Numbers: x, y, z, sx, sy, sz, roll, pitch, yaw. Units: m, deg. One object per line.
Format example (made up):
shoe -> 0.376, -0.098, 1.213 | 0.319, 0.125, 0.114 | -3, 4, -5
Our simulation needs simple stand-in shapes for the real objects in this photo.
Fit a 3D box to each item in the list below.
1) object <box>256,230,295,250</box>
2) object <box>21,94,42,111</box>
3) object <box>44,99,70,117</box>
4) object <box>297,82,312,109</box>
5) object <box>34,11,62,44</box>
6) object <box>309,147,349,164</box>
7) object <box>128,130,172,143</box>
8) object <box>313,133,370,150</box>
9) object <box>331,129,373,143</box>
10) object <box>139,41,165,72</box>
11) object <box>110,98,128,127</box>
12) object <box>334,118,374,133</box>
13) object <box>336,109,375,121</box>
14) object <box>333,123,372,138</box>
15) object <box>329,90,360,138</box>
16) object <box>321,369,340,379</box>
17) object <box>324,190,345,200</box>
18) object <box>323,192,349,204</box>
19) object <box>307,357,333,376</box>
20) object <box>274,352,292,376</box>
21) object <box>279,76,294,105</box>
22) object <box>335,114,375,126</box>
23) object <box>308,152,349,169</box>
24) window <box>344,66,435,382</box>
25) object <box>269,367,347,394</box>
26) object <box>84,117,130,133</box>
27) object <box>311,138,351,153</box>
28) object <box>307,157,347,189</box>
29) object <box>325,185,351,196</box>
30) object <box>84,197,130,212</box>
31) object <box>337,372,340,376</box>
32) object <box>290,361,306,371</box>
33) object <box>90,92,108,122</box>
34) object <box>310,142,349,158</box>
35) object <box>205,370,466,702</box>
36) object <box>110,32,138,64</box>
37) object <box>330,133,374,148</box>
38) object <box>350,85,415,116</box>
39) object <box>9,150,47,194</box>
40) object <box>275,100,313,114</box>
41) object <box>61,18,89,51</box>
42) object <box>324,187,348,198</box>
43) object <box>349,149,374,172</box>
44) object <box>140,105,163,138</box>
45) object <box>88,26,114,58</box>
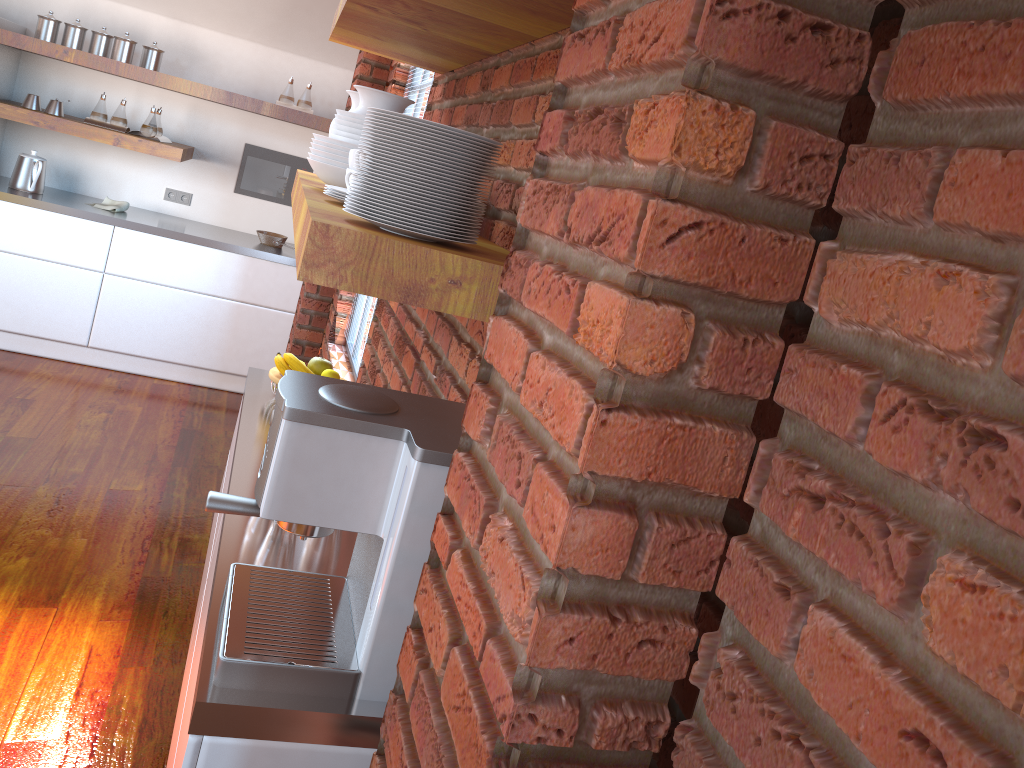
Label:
object -> -1.462, -0.875, 5.423 | 0.192, 0.073, 0.357 | 7, 14, -36
object -> -2.720, -1.603, 4.993 | 0.107, 0.081, 0.107 | 17, 10, 12
object -> -2.606, -1.589, 5.025 | 0.108, 0.098, 0.106 | 19, 10, 25
object -> -1.255, -1.752, 5.372 | 0.095, 0.190, 0.093 | 18, 7, 26
object -> -2.609, -2.012, 4.949 | 0.126, 0.175, 0.131 | 12, 8, -22
object -> -0.298, -0.441, 1.877 | 0.279, 0.054, 0.289 | 7, 14, -33
object -> -2.142, -1.473, 5.217 | 0.194, 0.032, 0.228 | 13, 12, -7
object -> -0.290, -0.470, 1.874 | 0.279, 0.054, 0.289 | 7, 14, -33
object -> -0.285, -0.488, 1.872 | 0.212, 0.054, 0.219 | 10, 13, -25
object -> -2.123, -1.934, 5.190 | 0.126, 0.175, 0.131 | 12, 8, -22
object -> -2.281, -1.577, 5.132 | 0.095, 0.190, 0.093 | 18, 7, 26
object -> -0.280, -0.509, 1.870 | 0.212, 0.054, 0.219 | 10, 13, -25
object -> -0.275, -0.527, 1.869 | 0.212, 0.054, 0.219 | 10, 13, -25
object -> -0.282, -0.499, 1.871 | 0.212, 0.054, 0.219 | 10, 13, -25
object -> -0.412, -0.671, 2.438 | 0.195, 0.246, 0.192 | 18, 8, 22
object -> -0.498, -0.017, 2.409 | 0.047, 0.045, 0.054 | 19, 10, 24
object -> -0.254, -0.313, 1.535 | 0.157, 0.012, 0.153 | 23, 14, 33
object -> -0.255, -0.309, 1.536 | 0.157, 0.012, 0.153 | 23, 14, 33
object -> -0.534, -0.042, 2.444 | 0.069, 0.061, 0.069 | 15, 9, -1
object -> -0.590, -0.014, 2.378 | 0.178, 0.093, 0.064 | 19, 8, 20
object -> -1.355, -1.773, 5.338 | 0.093, 0.189, 0.095 | 15, 7, -5
object -> -0.277, -0.517, 1.870 | 0.212, 0.054, 0.219 | 10, 13, -25
object -> -0.301, -0.430, 1.878 | 0.279, 0.054, 0.289 | 7, 14, -33
window -> 2.478, 0.762, 0.879 | 3.592, 9.777, 17.888 | 12, 11, -27
object -> -0.560, 0.019, 2.432 | 0.240, 0.070, 0.235 | 22, 13, 30
object -> -2.353, -1.509, 5.123 | 0.222, 0.032, 0.200 | 11, 12, -18
object -> -0.293, -0.460, 1.875 | 0.279, 0.054, 0.289 | 7, 14, -33
object -> -0.304, -0.420, 1.879 | 0.279, 0.054, 0.289 | 7, 14, -33
object -> -0.251, -0.322, 1.535 | 0.157, 0.012, 0.153 | 23, 14, 33
object -> -2.384, -1.068, 5.192 | 0.204, 0.061, 0.198 | 16, 11, 5
object -> -0.513, -0.017, 2.485 | 0.056, 0.046, 0.045 | 18, 9, 15
object -> -0.598, -0.041, 2.446 | 0.051, 0.052, 0.046 | 10, 9, -28
object -> -2.381, -1.598, 5.099 | 0.093, 0.189, 0.095 | 15, 7, -5
object -> -0.295, -0.451, 1.876 | 0.279, 0.054, 0.289 | 7, 14, -33
object -> -0.247, 0.200, 1.274 | 0.376, 0.365, 0.277 | 12, 8, -17
object -> -2.211, -1.920, 5.016 | 0.126, 0.175, 0.131 | 12, 8, -22
object -> -0.288, -0.478, 1.873 | 0.212, 0.054, 0.219 | 10, 13, -25
object -> -0.345, -0.595, 2.175 | 0.190, 0.246, 0.197 | 7, 11, -45
object -> -2.765, -1.224, 5.036 | 0.304, 0.236, 0.182 | 17, 8, 14
object -> -1.327, -1.683, 5.362 | 0.222, 0.032, 0.200 | 11, 12, -18
object -> -2.490, -1.993, 5.008 | 0.126, 0.175, 0.131 | 12, 8, -22
object -> -0.253, -0.317, 1.535 | 0.157, 0.012, 0.153 | 23, 14, 33
object -> -0.246, -0.375, 1.533 | 0.099, 0.058, 0.094 | 8, 12, -33
object -> -2.121, -1.552, 5.211 | 0.093, 0.190, 0.206 | 14, 9, -8
object -> -2.366, -1.973, 5.070 | 0.126, 0.175, 0.131 | 12, 8, -22
